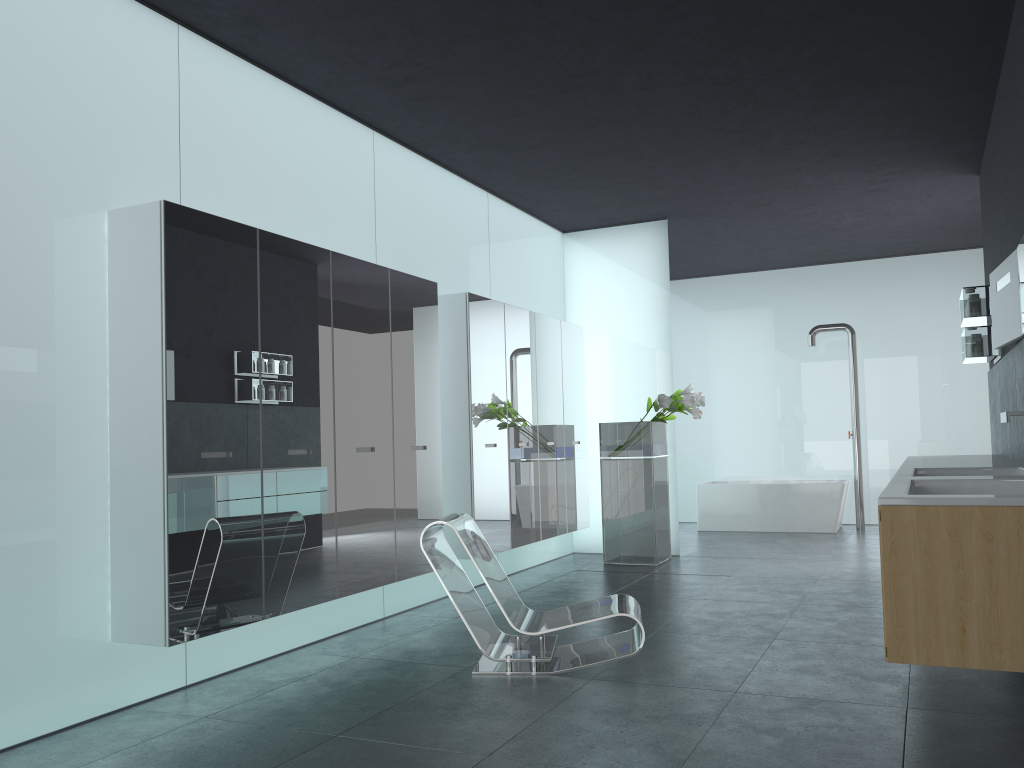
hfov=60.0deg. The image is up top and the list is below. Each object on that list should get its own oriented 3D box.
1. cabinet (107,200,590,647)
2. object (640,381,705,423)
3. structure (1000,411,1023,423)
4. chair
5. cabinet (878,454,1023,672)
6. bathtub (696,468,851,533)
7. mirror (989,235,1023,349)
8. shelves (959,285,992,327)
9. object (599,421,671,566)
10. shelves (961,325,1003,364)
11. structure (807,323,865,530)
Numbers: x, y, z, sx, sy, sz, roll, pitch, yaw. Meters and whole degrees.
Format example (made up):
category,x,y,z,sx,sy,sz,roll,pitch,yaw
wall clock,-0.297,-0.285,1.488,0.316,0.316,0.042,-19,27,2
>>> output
category,x,y,z,sx,sy,sz,roll,pitch,yaw
cabinet,-0.619,0.337,7.183,0.399,2.213,6.008,-3,-4,25
object,1.492,0.367,9.312,1.024,0.779,0.975,-3,-3,17
structure,2.715,0.158,4.709,0.186,0.088,0.482,-3,-4,25
chair,0.142,1.221,5.315,1.261,0.870,0.629,-2,-3,6
cabinet,2.769,0.780,5.391,0.734,0.556,5.587,-3,-4,25
bathtub,3.676,1.604,12.440,1.978,0.858,0.961,-3,-4,25
mirror,2.676,-0.602,4.509,0.109,0.532,3.725,-3,-4,23
shelves,3.968,-0.654,7.532,0.265,0.285,0.770,-3,-4,25
object,1.327,1.157,9.531,0.585,1.489,0.575,-3,-3,25
shelves,3.977,-0.327,7.518,0.265,0.285,0.770,-3,-4,25
structure,4.426,0.607,12.118,0.643,2.869,0.123,-3,-3,25
